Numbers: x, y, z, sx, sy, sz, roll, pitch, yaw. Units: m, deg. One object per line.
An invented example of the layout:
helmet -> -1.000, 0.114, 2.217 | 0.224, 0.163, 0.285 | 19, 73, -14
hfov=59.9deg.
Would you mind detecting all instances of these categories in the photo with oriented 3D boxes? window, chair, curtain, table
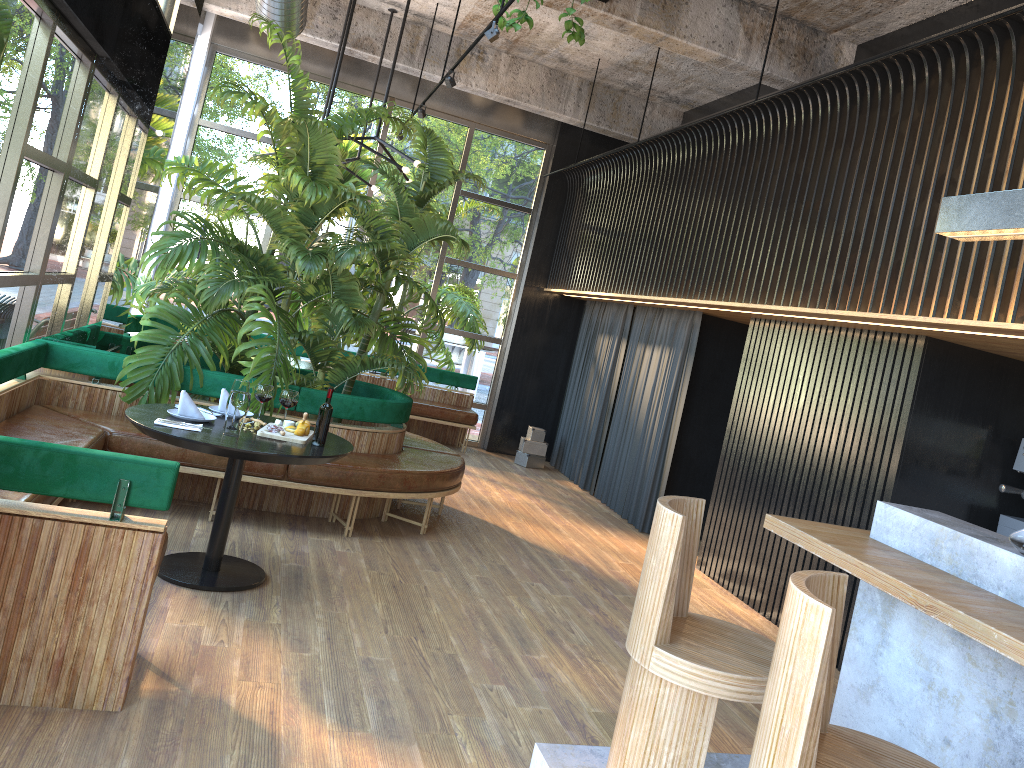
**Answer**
window -> 0.835, -1.566, 0.665 | 4.240, 6.488, 19.916 | 13, 3, -16
chair -> 0.831, 1.012, 2.112 | 0.567, 0.970, 0.526 | 13, 0, -42
curtain -> 1.065, 0.146, 9.241 | 0.124, 2.058, 3.202 | 13, 2, -16
table -> -2.416, 0.111, 8.222 | 1.140, 0.751, 1.060 | 11, 3, -37
chair -> 0.633, 0.913, 2.875 | 0.553, 0.970, 0.541 | 13, 0, -7
table -> -1.445, 0.593, 4.507 | 1.059, 0.750, 1.141 | 15, 3, 41

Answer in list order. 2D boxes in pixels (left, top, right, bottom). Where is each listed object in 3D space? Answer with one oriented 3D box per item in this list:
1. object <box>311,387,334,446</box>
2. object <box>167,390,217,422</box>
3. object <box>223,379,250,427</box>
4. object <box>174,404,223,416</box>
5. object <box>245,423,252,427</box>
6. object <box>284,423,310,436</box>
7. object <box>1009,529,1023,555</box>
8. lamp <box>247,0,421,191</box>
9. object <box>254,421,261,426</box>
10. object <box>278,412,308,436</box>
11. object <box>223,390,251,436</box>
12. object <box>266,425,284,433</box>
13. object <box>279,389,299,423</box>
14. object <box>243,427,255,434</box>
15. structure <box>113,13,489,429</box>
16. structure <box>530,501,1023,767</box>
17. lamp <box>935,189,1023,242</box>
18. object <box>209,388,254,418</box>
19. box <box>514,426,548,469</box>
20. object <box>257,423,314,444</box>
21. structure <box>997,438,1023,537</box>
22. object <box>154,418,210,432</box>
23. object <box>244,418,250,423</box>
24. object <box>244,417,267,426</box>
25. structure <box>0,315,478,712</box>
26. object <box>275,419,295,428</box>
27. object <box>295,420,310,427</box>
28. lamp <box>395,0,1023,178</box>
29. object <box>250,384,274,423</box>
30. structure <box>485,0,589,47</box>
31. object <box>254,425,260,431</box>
object -> -0.954, 0.164, 4.522 | 0.068, 0.299, 0.068 | 13, -1, -1
object -> -1.600, 0.110, 4.470 | 0.241, 0.139, 0.225 | 11, 3, -33
object -> -1.376, 0.102, 4.443 | 0.096, 0.245, 0.089 | 13, -1, -34
object -> -1.673, 0.133, 4.703 | 0.247, 0.019, 0.163 | 15, 5, 32
object -> -1.357, 0.213, 4.578 | 0.033, 0.019, 0.037 | 12, 3, -5
object -> -1.110, 0.223, 4.608 | 0.163, 0.064, 0.099 | 16, 4, 43
object -> 1.860, 0.399, 2.950 | 0.309, 0.398, 0.327 | 13, 1, 31
lamp -> 2.086, -1.617, 1.345 | 5.209, 1.820, 18.493 | 12, 4, -16
object -> -1.324, 0.211, 4.618 | 0.033, 0.032, 0.036 | 12, 2, -19
object -> -1.107, 0.200, 4.515 | 0.144, 0.124, 0.097 | 12, 1, -36
object -> -1.332, 0.142, 4.286 | 0.103, 0.209, 0.107 | 13, -1, 17
object -> -1.214, 0.229, 4.574 | 0.104, 0.013, 0.217 | 12, 4, -12
object -> -1.220, 0.134, 4.808 | 0.105, 0.201, 0.099 | 13, -1, -28
object -> -1.329, 0.229, 4.482 | 0.063, 0.013, 0.145 | 11, 4, -22
structure -> -1.581, -0.917, 6.803 | 2.512, 3.439, 2.581 | 13, 0, -33
structure -> 3.850, 1.535, 0.944 | 5.981, 1.728, 6.972 | 12, 4, -17
lamp -> 4.009, -1.012, 1.030 | 5.111, 2.130, 6.573 | 11, 4, -23
object -> -1.516, 0.103, 4.833 | 0.241, 0.139, 0.225 | 11, 3, -33
box -> 0.243, 0.724, 10.199 | 0.342, 0.442, 0.271 | 13, 0, -29
object -> -1.165, 0.255, 4.596 | 0.242, 0.019, 0.350 | 12, 4, -7
structure -> 3.037, 1.137, 4.878 | 0.562, 1.596, 0.819 | 13, -1, -17
object -> -1.560, 0.193, 4.223 | 0.261, 0.019, 0.154 | 11, 4, -18
object -> -1.402, 0.193, 4.685 | 0.024, 0.025, 0.046 | 13, 3, 2
object -> -1.344, 0.204, 4.677 | 0.099, 0.028, 0.127 | 13, 4, -2
structure -> 1.339, 1.063, 0.974 | 6.175, 1.546, 19.677 | 12, 4, -16
object -> -1.165, 0.219, 4.695 | 0.198, 0.038, 0.062 | 14, 3, 16
object -> -1.135, 0.220, 4.806 | 0.060, 0.072, 0.206 | 12, 3, -26
lamp -> 0.114, -2.487, 5.055 | 3.881, 1.529, 9.809 | 12, 4, -19
object -> -1.354, 0.105, 4.804 | 0.105, 0.201, 0.099 | 13, -1, -28
structure -> -0.075, -2.987, 5.718 | 2.143, 1.517, 1.432 | 13, 1, 11
object -> -1.302, 0.222, 4.533 | 0.033, 0.031, 0.039 | 13, 2, 8
